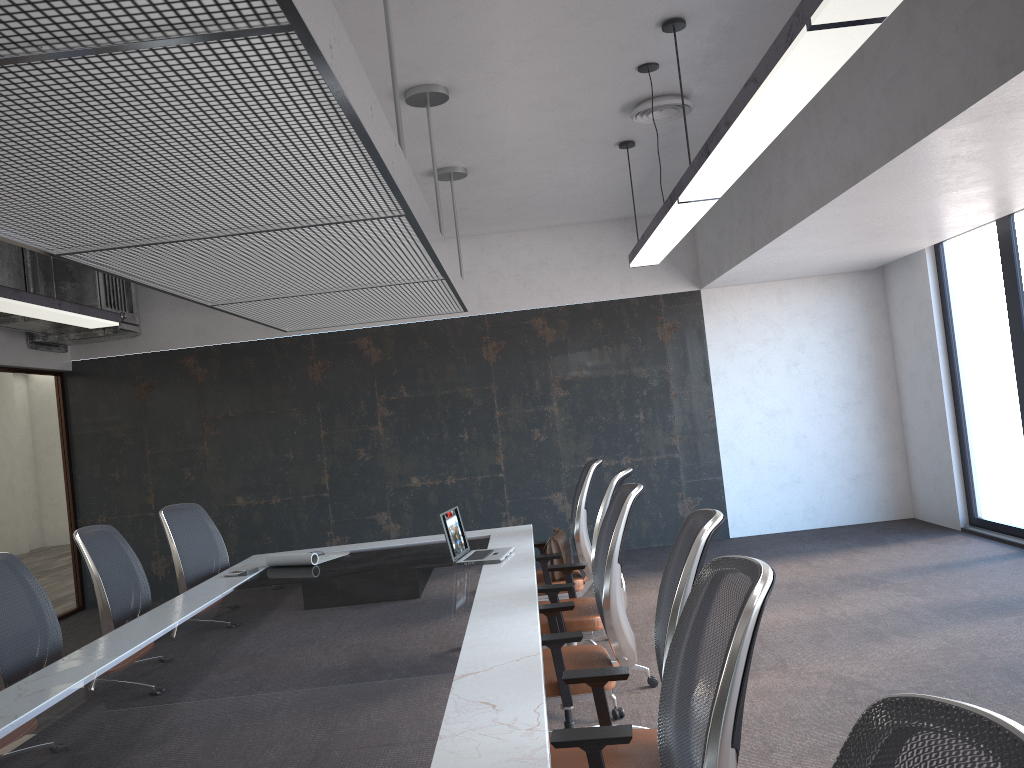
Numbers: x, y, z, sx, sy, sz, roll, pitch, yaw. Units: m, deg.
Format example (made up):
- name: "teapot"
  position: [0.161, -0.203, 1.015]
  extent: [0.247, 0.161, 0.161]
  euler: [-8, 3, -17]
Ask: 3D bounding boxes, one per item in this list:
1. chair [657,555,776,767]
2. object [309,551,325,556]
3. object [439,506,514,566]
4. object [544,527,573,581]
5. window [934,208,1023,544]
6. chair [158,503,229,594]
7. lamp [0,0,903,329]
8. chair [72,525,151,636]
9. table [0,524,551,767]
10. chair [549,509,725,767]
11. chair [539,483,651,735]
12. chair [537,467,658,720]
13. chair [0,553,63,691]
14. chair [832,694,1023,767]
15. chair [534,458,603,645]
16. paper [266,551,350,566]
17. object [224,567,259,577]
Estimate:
- name: "chair"
  position: [0.191, 0.981, 1.769]
  extent: [0.828, 1.166, 0.789]
  euler: [-5, -2, -35]
- name: "object"
  position: [-1.267, 1.074, 5.560]
  extent: [0.049, 0.036, 0.200]
  euler: [-8, -2, 37]
- name: "object"
  position: [-0.184, 0.804, 4.786]
  extent: [0.308, 0.277, 0.366]
  euler: [-7, -2, 11]
- name: "object"
  position: [0.286, 1.054, 5.566]
  extent: [0.138, 0.308, 0.378]
  euler: [-7, -2, 12]
- name: "window"
  position: [3.905, -0.160, 3.447]
  extent: [0.121, 2.670, 9.225]
  euler: [-6, -2, 1]
- name: "chair"
  position: [-1.776, 1.320, 5.666]
  extent: [0.828, 1.166, 0.789]
  euler: [-6, -2, -20]
- name: "lamp"
  position: [-1.092, -1.163, 3.398]
  extent: [4.126, 0.908, 6.097]
  euler: [-6, -2, 1]
- name: "chair"
  position: [-1.838, 1.298, 4.722]
  extent: [0.828, 1.166, 0.789]
  euler: [-5, -2, -35]
- name: "table"
  position: [-0.803, 1.343, 3.235]
  extent: [1.898, 0.745, 5.498]
  euler: [-6, -2, 1]
- name: "chair"
  position: [0.291, 0.995, 2.613]
  extent: [0.828, 1.166, 0.789]
  euler: [-5, -2, -29]
- name: "chair"
  position: [0.216, 1.036, 3.663]
  extent: [0.828, 1.166, 0.789]
  euler: [-5, -2, -35]
- name: "chair"
  position: [0.295, 1.056, 4.611]
  extent: [0.828, 1.166, 0.789]
  euler: [-6, -2, -25]
- name: "chair"
  position: [-1.850, 1.271, 3.774]
  extent: [0.828, 1.166, 0.789]
  euler: [-5, -2, -35]
- name: "chair"
  position: [0.179, 0.953, 0.821]
  extent: [0.828, 1.166, 0.789]
  euler: [-5, -2, -35]
- name: "chair"
  position: [0.241, 1.091, 5.558]
  extent: [0.828, 1.166, 0.789]
  euler: [-5, -2, -35]
- name: "paper"
  position: [-1.256, 1.054, 5.472]
  extent: [0.348, 0.069, 0.379]
  euler: [-7, -2, 26]
- name: "object"
  position: [-1.587, 1.102, 5.199]
  extent: [0.161, 0.026, 0.126]
  euler: [-7, -2, 15]
